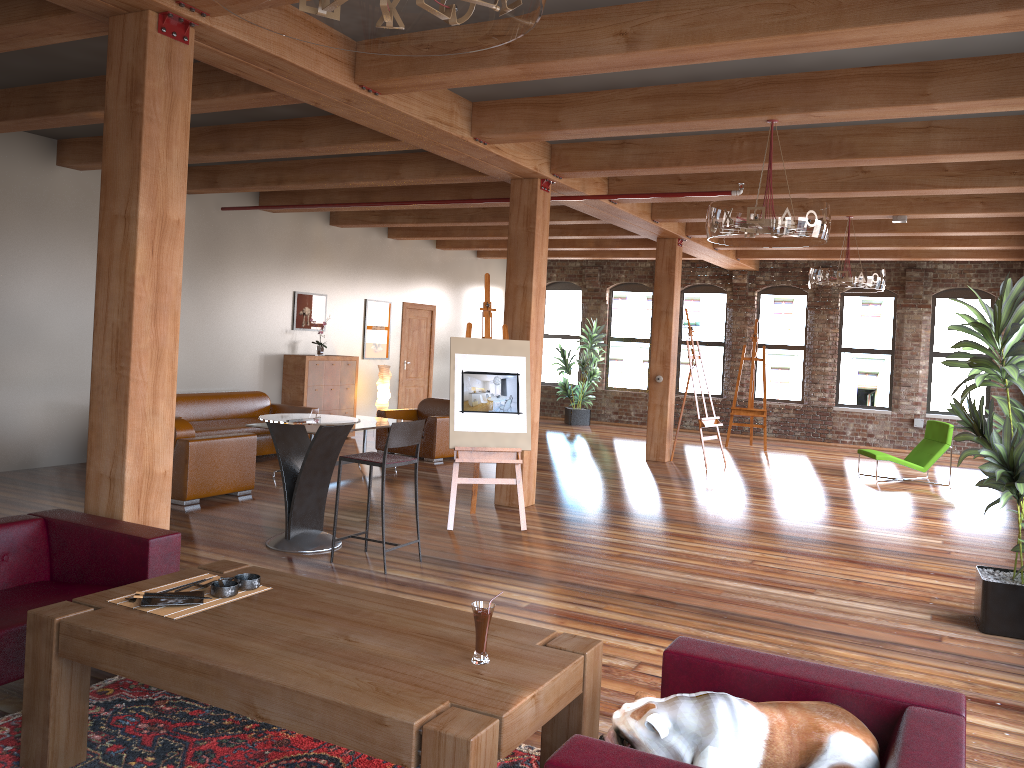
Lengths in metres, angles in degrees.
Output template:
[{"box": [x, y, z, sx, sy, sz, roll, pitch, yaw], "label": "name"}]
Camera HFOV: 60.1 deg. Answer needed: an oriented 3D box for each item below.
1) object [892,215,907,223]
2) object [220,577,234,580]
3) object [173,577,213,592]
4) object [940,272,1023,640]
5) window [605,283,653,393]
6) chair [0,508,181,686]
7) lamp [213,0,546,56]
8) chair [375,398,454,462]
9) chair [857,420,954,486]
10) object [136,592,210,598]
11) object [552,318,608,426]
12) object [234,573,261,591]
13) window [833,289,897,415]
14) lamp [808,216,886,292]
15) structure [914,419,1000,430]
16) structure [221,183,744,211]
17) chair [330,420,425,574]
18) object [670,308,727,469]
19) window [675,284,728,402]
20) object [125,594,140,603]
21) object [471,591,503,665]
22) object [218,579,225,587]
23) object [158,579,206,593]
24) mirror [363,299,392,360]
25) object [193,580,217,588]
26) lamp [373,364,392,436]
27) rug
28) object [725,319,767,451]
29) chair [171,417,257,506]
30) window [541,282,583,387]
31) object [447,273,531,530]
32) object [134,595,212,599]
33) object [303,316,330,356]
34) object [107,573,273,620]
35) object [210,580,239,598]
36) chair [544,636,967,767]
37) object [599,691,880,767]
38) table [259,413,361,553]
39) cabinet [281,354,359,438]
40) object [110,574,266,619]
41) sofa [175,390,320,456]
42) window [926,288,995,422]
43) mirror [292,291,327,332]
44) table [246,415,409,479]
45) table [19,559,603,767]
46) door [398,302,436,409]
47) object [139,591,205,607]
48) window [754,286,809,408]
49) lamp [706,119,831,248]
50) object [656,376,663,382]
[{"box": [4.214, -1.796, 9.625, 0.145, 0.072, 0.147, 4, 3, 27], "label": "object"}, {"box": [-1.109, 0.764, 3.461, 0.059, 0.021, 0.018, 2, 1, -21], "label": "object"}, {"box": [-1.224, 0.769, 3.381, 0.007, 0.008, 0.270, 3, 3, 17], "label": "object"}, {"box": [3.091, 0.410, 5.232, 0.968, 2.103, 1.079, 3, 1, 40], "label": "object"}, {"box": [2.364, -0.936, 17.703, 0.969, 2.169, 0.086, 3, 0, 27], "label": "window"}, {"box": [-2.160, 0.958, 3.801, 0.866, 0.592, 1.070, 4, 2, 27], "label": "chair"}, {"box": [-0.295, -1.284, 2.029, 0.809, 0.815, 0.810, 2, 2, -22], "label": "lamp"}, {"box": [-1.115, 0.569, 11.623, 1.065, 0.735, 0.830, 4, 2, 37], "label": "chair"}, {"box": [5.120, 0.862, 11.583, 0.956, 0.796, 0.681, 3, 1, 2], "label": "chair"}, {"box": [-1.221, 0.760, 3.192, 0.270, 0.008, 0.007, 3, 1, 1], "label": "object"}, {"box": [1.304, -0.263, 17.342, 1.080, 2.103, 0.967, 3, 1, 5], "label": "object"}, {"box": [-1.016, 0.761, 3.397, 0.098, 0.043, 0.099, 1, 3, -37], "label": "object"}, {"box": [6.243, -0.612, 15.622, 0.969, 2.218, 0.218, 3, 0, 27], "label": "window"}, {"box": [3.726, -1.451, 9.826, 0.808, 0.815, 0.811, 2, 2, -27], "label": "lamp"}, {"box": [5.235, 0.980, 8.453, 1.635, 0.313, 13.707, 4, 3, 20], "label": "structure"}, {"box": [-0.876, -2.032, 9.756, 6.816, 0.112, 0.051, 4, 1, 27], "label": "structure"}, {"box": [-0.903, 0.725, 6.039, 0.467, 0.981, 0.429, 3, 1, 27], "label": "chair"}, {"box": [2.540, 0.030, 12.129, 0.686, 2.140, 0.661, 3, 0, 37], "label": "object"}, {"box": [3.636, -0.806, 16.968, 0.969, 2.227, 0.221, 3, 0, 27], "label": "window"}, {"box": [-1.352, 0.766, 3.157, 0.018, 0.021, 0.059, 3, 2, 14], "label": "object"}, {"box": [-0.087, 0.748, 2.741, 0.075, 0.232, 0.095, 3, 1, -30], "label": "object"}, {"box": [-1.062, 0.738, 3.261, 0.045, 0.080, 0.137, 3, 2, -8], "label": "object"}, {"box": [-1.258, 0.768, 3.357, 0.007, 0.008, 0.270, 3, 3, 23], "label": "object"}, {"box": [-2.156, -0.867, 14.231, 0.025, 0.952, 0.694, 3, 1, 27], "label": "mirror"}, {"box": [-1.167, 0.760, 3.389, 0.045, 0.030, 0.153, 3, 3, 12], "label": "object"}, {"box": [-1.942, 0.255, 13.420, 0.270, 1.114, 0.261, 3, 0, -18], "label": "lamp"}, {"box": [-0.743, 1.365, 3.030, 2.465, 0.009, 1.343, 4, 3, 27], "label": "rug"}, {"box": [3.953, -0.017, 14.610, 0.662, 2.140, 0.684, 3, 0, 22], "label": "object"}, {"box": [-3.048, 0.636, 8.168, 1.065, 0.735, 0.830, 4, 2, 27], "label": "chair"}, {"box": [1.040, -1.037, 18.387, 0.969, 2.169, 0.086, 3, 0, 27], "label": "window"}, {"box": [-0.201, 0.108, 7.560, 0.701, 2.140, 0.685, 3, 0, -13], "label": "object"}, {"box": [-1.210, 0.762, 3.165, 0.270, 0.008, 0.007, 3, 1, -7], "label": "object"}, {"box": [-2.757, -0.704, 12.651, 0.371, 0.589, 0.298, 3, 1, 22], "label": "object"}, {"box": [-1.182, 0.780, 3.284, 0.353, 0.001, 0.469, 4, 3, 27], "label": "object"}, {"box": [-1.068, 0.763, 3.291, 0.098, 0.043, 0.099, 2, 3, -25], "label": "object"}, {"box": [0.682, 1.176, 2.304, 0.866, 0.592, 1.070, 4, 2, 27], "label": "chair"}, {"box": [0.611, 0.990, 2.417, 0.754, 0.297, 0.365, 3, 2, -1], "label": "object"}, {"box": [-1.490, 0.710, 6.443, 0.721, 0.924, 0.723, 2, 1, -38], "label": "table"}, {"box": [-2.748, 0.194, 12.747, 0.419, 1.209, 1.186, 3, 1, 27], "label": "cabinet"}, {"box": [-1.183, 0.780, 3.285, 0.332, 0.003, 0.471, 4, 3, 27], "label": "object"}, {"box": [-3.443, 0.498, 10.615, 0.952, 0.735, 2.412, 4, 3, 27], "label": "sofa"}, {"box": [7.562, -0.512, 14.940, 0.969, 2.218, 0.218, 3, 0, 27], "label": "window"}, {"box": [-2.906, -1.037, 12.758, 0.025, 0.548, 0.694, 3, 2, 27], "label": "mirror"}, {"box": [-1.903, 0.707, 9.703, 0.940, 0.560, 1.870, 4, 3, 27], "label": "table"}, {"box": [-0.684, 1.096, 3.015, 1.752, 0.550, 0.900, 4, 2, 27], "label": "table"}, {"box": [-1.706, -0.333, 15.338, 0.226, 2.120, 1.029, 3, 1, 27], "label": "door"}, {"box": [-1.215, 0.774, 3.171, 0.213, 0.018, 0.154, 2, 3, -18], "label": "object"}, {"box": [4.937, -0.707, 16.296, 0.969, 2.227, 0.221, 3, 0, 27], "label": "window"}, {"box": [1.733, -1.368, 5.962, 0.808, 0.815, 0.811, 2, 2, -20], "label": "lamp"}, {"box": [2.020, -0.068, 12.184, 0.096, 0.095, 0.061, 4, 1, 27], "label": "object"}]
